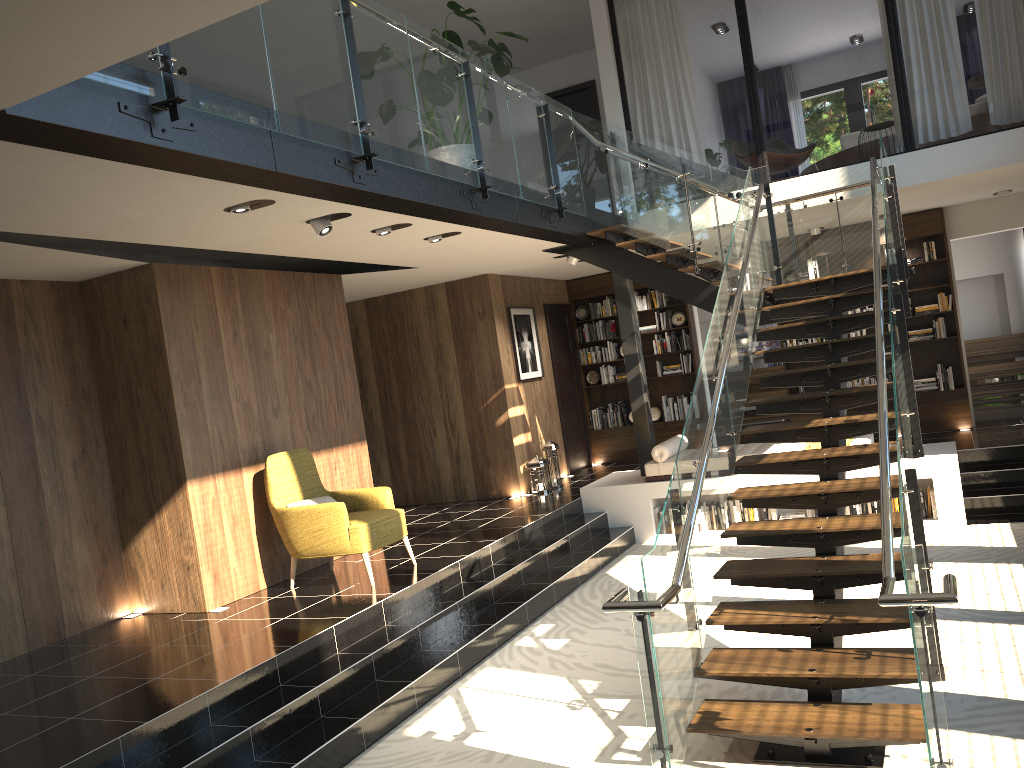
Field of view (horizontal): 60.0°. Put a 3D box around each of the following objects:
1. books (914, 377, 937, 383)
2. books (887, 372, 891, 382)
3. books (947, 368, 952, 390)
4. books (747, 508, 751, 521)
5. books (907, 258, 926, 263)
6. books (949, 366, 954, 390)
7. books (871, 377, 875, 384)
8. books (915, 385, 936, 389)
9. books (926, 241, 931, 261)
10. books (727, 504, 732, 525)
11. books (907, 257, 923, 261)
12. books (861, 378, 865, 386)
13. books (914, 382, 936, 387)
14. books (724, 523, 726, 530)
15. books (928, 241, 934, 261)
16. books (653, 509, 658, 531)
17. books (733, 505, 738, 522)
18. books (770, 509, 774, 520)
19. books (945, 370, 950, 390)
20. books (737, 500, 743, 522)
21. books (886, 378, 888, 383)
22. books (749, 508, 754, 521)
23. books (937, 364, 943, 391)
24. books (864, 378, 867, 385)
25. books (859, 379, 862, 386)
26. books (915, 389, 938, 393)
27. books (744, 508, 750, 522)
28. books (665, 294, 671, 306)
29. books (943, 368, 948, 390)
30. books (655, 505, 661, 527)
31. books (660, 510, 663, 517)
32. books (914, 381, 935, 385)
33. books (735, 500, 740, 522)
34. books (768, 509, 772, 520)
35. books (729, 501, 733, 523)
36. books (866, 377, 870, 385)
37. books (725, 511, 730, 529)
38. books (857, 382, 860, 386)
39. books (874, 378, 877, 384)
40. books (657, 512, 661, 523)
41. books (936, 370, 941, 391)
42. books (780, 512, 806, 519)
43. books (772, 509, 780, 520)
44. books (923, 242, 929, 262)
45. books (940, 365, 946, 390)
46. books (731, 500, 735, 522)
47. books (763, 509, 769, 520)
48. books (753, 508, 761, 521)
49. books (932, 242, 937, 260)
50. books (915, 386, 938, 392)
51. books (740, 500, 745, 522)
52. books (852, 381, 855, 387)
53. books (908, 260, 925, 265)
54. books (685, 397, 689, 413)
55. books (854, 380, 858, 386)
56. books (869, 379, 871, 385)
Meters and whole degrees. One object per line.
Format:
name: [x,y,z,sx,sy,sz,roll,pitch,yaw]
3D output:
books: [5.079,-0.046,10.944,0.288,0.030,0.175,-8,1,30]
books: [4.742,-0.005,11.127,0.022,0.307,0.131,-8,1,26]
books: [5.337,-0.063,10.815,0.023,0.254,0.191,-8,1,26]
books: [2.496,1.340,9.272,0.037,0.293,0.128,-8,1,26]
books: [4.927,-1.510,10.916,0.288,0.025,0.175,-8,1,22]
books: [5.354,-0.076,10.798,0.025,0.274,0.204,-8,1,26]
books: [4.570,0.047,11.194,0.034,0.255,0.194,-8,1,26]
books: [5.097,0.030,10.960,0.250,0.026,0.148,-8,1,22]
books: [5.089,-1.616,10.837,0.023,0.238,0.178,-8,1,26]
books: [2.307,1.379,9.355,0.029,0.271,0.128,-8,1,26]
books: [4.934,-1.534,10.937,0.246,0.021,0.148,-8,1,26]
books: [4.471,0.039,11.252,0.032,0.298,0.169,-8,1,26]
books: [5.088,0.006,10.948,0.263,0.024,0.167,-8,1,21]
books: [2.242,1.374,9.352,0.033,0.299,0.195,-8,1,26]
books: [5.099,-1.612,10.788,0.036,0.228,0.198,-8,1,26]
books: [1.591,1.482,9.653,0.025,0.270,0.156,-8,1,26]
books: [2.362,1.384,9.293,0.027,0.246,0.193,-8,1,26]
books: [2.700,1.329,9.160,0.020,0.257,0.154,-8,1,26]
books: [5.322,-0.051,10.832,0.022,0.234,0.178,-8,1,26]
books: [2.407,1.347,9.282,0.020,0.305,0.172,-8,1,26]
books: [4.722,0.039,11.130,0.026,0.227,0.129,-8,1,26]
books: [2.510,1.369,9.218,0.028,0.233,0.205,-8,1,26]
books: [5.244,-0.086,10.856,0.030,0.326,0.194,-8,1,26]
books: [4.489,0.058,11.218,0.025,0.255,0.202,-8,1,26]
books: [4.444,0.051,11.267,0.031,0.280,0.141,-8,1,26]
books: [5.105,0.085,10.959,0.273,0.025,0.156,-8,1,24]
books: [2.464,1.366,9.277,0.034,0.252,0.151,-8,1,26]
books: [2.163,-1.173,12.313,0.022,0.195,0.135,-8,1,26]
books: [5.301,-0.065,10.844,0.023,0.267,0.147,-8,1,26]
books: [1.605,1.472,9.628,0.024,0.286,0.130,-8,1,26]
books: [1.648,1.489,9.596,0.027,0.241,0.149,-8,1,26]
books: [5.089,-0.019,10.958,0.251,0.026,0.148,-8,1,22]
books: [2.388,1.350,9.296,0.026,0.305,0.187,-8,1,26]
books: [2.683,1.334,9.198,0.045,0.252,0.142,-8,1,26]
books: [2.327,1.357,9.343,0.023,0.308,0.126,-8,1,26]
books: [4.518,0.028,11.222,0.032,0.306,0.155,-8,1,26]
books: [2.274,1.373,9.351,0.025,0.293,0.205,-8,1,26]
books: [4.420,0.088,11.271,0.025,0.214,0.170,-8,1,26]
books: [4.599,0.045,11.182,0.029,0.250,0.142,-8,1,26]
books: [1.625,1.498,9.605,0.024,0.229,0.171,-8,1,26]
books: [5.225,-0.044,10.868,0.026,0.247,0.149,-8,1,26]
books: [2.883,1.346,9.094,0.249,0.026,0.148,-8,1,23]
books: [2.725,1.345,9.150,0.030,0.218,0.185,-8,1,26]
books: [5.064,-1.609,10.845,0.031,0.231,0.176,-8,1,26]
books: [5.272,-0.083,10.846,0.027,0.311,0.148,-8,1,26]
books: [2.346,1.365,9.325,0.025,0.287,0.169,-8,1,26]
books: [2.639,1.324,9.198,0.031,0.284,0.176,-8,1,26]
books: [2.547,1.351,9.208,0.050,0.258,0.215,-8,1,26]
books: [5.136,-1.617,10.790,0.028,0.227,0.165,-8,1,26]
books: [5.097,0.058,10.951,0.286,0.030,0.176,-8,1,24]
books: [2.429,1.350,9.276,0.023,0.293,0.157,-8,1,26]
books: [4.373,0.065,11.307,0.025,0.274,0.150,-8,1,26]
books: [4.934,-1.486,10.923,0.285,0.025,0.176,-8,1,27]
books: [2.437,0.328,12.280,0.011,0.300,0.153,-8,1,26]
books: [4.386,0.062,11.272,0.030,0.276,0.160,-8,1,26]
books: [4.542,0.055,11.200,0.023,0.246,0.148,-8,1,26]
